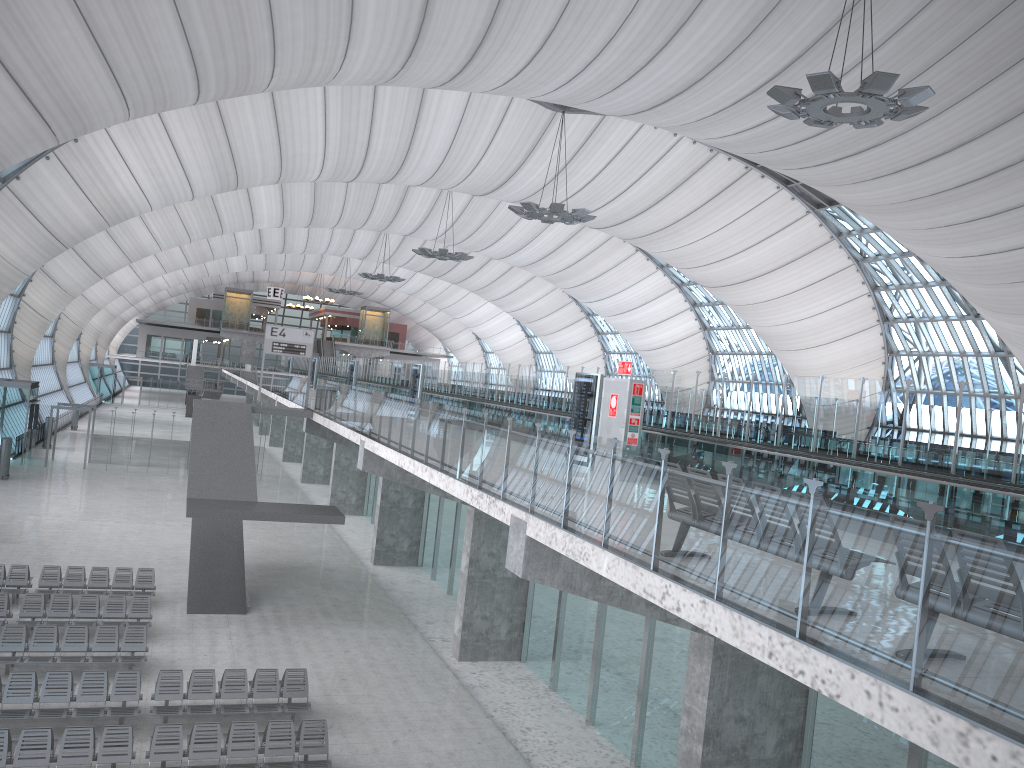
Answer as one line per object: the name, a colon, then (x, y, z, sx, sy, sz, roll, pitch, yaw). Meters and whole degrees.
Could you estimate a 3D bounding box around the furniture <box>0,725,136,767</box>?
furniture: (-6.818, 5.354, 12.617, 2.705, 0.913, 1.572, 6, 0, -20)

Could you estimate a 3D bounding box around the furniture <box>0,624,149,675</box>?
furniture: (-8.572, 5.178, 17.373, 2.705, 0.913, 1.572, 6, 0, -20)

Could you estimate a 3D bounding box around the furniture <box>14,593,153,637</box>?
furniture: (-9.385, 5.097, 19.575, 2.705, 0.913, 1.572, 6, 0, -20)

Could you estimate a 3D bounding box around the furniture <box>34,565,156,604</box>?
furniture: (-10.298, 5.005, 22.052, 2.705, 0.913, 1.572, 6, 0, -20)

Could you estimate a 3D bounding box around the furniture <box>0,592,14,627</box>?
furniture: (-12.037, 4.808, 18.586, 2.705, 0.913, 1.572, 6, 0, -20)

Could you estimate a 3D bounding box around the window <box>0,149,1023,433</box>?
window: (-11.444, -4.439, 74.719, 50.537, 20.004, 167.818, 6, 0, -20)

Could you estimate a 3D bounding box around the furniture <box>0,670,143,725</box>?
furniture: (-7.649, 5.271, 14.868, 2.705, 0.913, 1.572, 6, 0, -20)

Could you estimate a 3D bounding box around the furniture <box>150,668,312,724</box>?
furniture: (-4.996, 5.560, 15.857, 2.705, 0.913, 1.572, 6, 0, -20)

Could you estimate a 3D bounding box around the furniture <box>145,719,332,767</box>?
furniture: (-4.166, 5.643, 13.606, 2.705, 0.913, 1.572, 6, 0, -20)

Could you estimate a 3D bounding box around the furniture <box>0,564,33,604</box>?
furniture: (-12.951, 4.717, 21.063, 2.705, 0.913, 1.572, 6, 0, -20)
